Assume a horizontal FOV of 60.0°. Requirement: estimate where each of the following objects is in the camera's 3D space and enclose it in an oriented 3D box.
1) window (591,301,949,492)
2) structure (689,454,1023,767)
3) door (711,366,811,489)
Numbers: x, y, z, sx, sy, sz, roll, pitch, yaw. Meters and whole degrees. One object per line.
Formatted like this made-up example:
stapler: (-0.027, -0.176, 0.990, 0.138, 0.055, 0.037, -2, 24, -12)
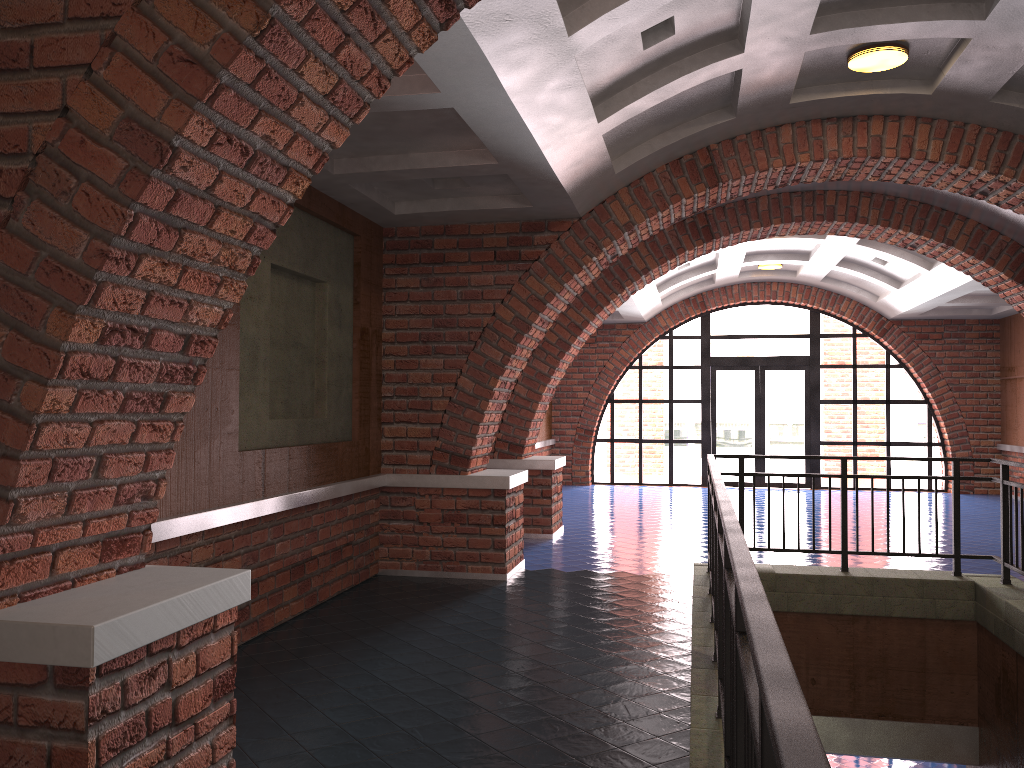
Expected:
window: (4.597, 0.207, 16.243, 6.353, 3.471, 0.100, 0, -2, 12)
structure: (1.632, 3.268, 1.917, 2.464, 5.665, 11.176, 0, -2, 12)
door: (4.544, 0.775, 16.243, 1.754, 2.236, 0.040, 0, -2, 12)
